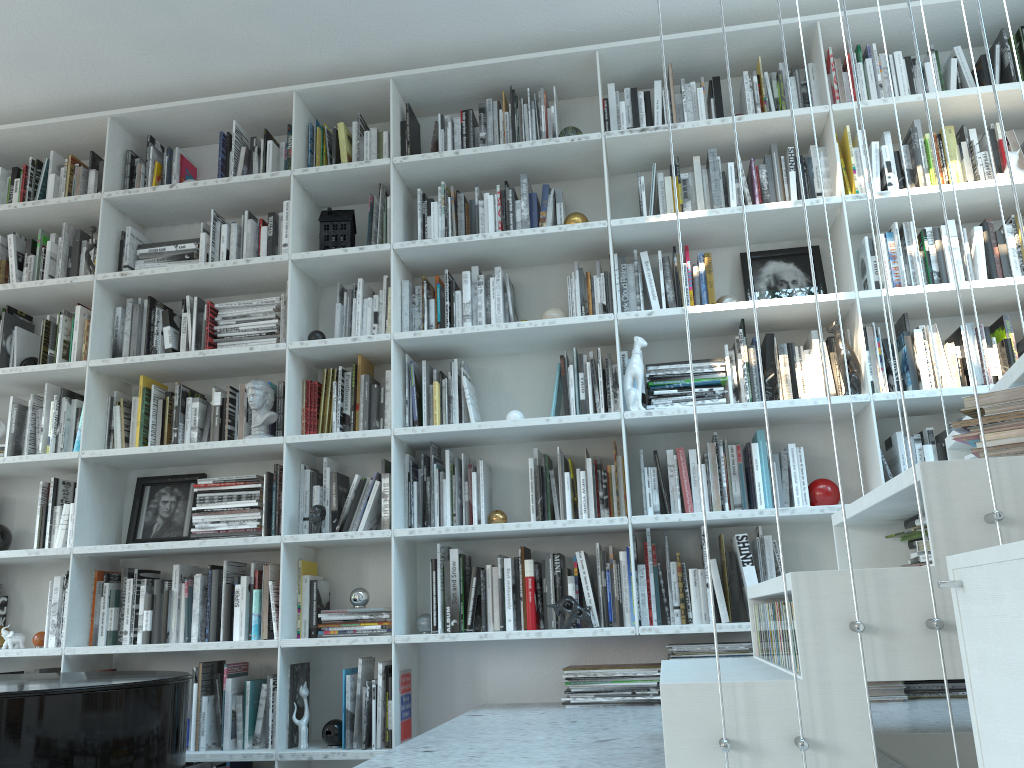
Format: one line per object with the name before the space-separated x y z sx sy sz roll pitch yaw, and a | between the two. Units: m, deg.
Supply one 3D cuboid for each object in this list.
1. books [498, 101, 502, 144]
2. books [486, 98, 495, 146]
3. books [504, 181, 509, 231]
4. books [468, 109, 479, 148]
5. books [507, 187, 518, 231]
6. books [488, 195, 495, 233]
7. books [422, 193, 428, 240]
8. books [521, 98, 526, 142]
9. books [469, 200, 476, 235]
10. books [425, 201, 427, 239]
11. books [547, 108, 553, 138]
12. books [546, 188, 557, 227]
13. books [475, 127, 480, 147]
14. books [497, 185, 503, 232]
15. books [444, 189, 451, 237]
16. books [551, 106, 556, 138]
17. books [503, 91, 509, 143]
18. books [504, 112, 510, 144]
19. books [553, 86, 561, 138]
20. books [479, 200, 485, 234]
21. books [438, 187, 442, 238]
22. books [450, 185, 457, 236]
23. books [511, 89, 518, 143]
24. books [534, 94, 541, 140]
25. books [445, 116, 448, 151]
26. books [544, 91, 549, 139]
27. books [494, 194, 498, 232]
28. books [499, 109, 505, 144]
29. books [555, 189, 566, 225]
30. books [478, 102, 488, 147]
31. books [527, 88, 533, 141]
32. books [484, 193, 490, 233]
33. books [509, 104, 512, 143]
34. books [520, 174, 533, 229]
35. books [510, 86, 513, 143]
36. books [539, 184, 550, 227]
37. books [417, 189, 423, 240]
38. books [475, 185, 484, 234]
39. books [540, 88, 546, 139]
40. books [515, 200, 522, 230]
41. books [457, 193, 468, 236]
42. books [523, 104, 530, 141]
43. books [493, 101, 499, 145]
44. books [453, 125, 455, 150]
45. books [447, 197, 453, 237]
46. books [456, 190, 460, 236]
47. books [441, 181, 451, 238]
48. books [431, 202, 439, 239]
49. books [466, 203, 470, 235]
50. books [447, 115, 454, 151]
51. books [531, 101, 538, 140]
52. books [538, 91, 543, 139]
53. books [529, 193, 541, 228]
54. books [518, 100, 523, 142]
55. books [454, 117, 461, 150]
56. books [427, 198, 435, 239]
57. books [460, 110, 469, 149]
books | -0.037 -1.015 3.708 0.007 0.284 0.160 -4 -15 9
books | -0.076 -1.017 3.709 0.024 0.291 0.168 -4 -15 9
books | -0.006 -0.662 3.615 0.012 0.284 0.160 -4 -15 9
books | -0.156 -0.994 3.717 0.021 0.255 0.169 -4 -15 9
books | 0.012 -0.646 3.588 0.030 0.237 0.186 -4 -15 9
books | -0.067 -0.628 3.587 0.021 0.208 0.181 -4 -15 9
books | -0.346 -0.632 3.669 0.011 0.279 0.134 -4 -15 9
books | 0.058 -1.020 3.685 0.008 0.274 0.163 -4 -15 9
books | -0.146 -0.621 3.632 0.028 0.223 0.142 -4 -15 9
books | -0.335 -0.615 3.657 0.012 0.239 0.139 -4 -15 9
books | 0.169 -1.000 3.659 0.018 0.214 0.158 -4 -15 9
books | 0.162 -0.646 3.566 0.048 0.216 0.182 -4 -15 9
books | -0.126 -0.960 3.721 0.031 0.190 0.132 -4 -15 9
books | -0.039 -0.653 3.605 0.012 0.264 0.156 -4 -15 9
books | -0.251 -0.639 3.634 0.010 0.268 0.166 -4 -15 9
books | 0.183 -1.001 3.647 0.014 0.208 0.188 -4 -15 9
books | -0.016 -1.034 3.695 0.006 0.311 0.179 -4 -15 9
books | -0.005 -0.985 3.664 0.018 0.200 0.189 -4 -15 9
books | 0.191 -1.048 3.659 0.006 0.305 0.164 -4 -15 9
books | -0.108 -0.621 3.620 0.025 0.215 0.144 -4 -15 9
books | -0.275 -0.643 3.646 0.011 0.282 0.173 -4 -15 9
books | -0.224 -0.651 3.648 0.021 0.295 0.139 -4 -15 9
books | 0.024 -1.035 3.670 0.015 0.298 0.183 -4 -15 9
books | 0.115 -1.036 3.681 0.019 0.298 0.137 -4 -15 9
books | -0.260 -0.983 3.740 0.012 0.254 0.134 -4 -15 9
books | 0.153 -1.033 3.656 0.008 0.278 0.181 -4 -15 9
books | -0.050 -0.632 3.600 0.011 0.221 0.159 -4 -15 9
books | -0.027 -0.995 3.682 0.018 0.230 0.160 -4 -15 9
books | 0.202 -0.651 3.579 0.026 0.228 0.141 -4 -15 9
books | -0.105 -1.005 3.686 0.028 0.257 0.185 -4 -15 9
books | 0.087 -1.040 3.675 0.008 0.306 0.183 -4 -15 9
books | -0.087 -0.636 3.608 0.023 0.236 0.149 -4 -15 9
books | 0.010 -1.006 3.683 0.008 0.250 0.170 -4 -15 9
books | 0.066 -0.675 3.577 0.029 0.284 0.184 -4 -15 9
books | 0.016 -1.045 3.691 0.007 0.328 0.184 -4 -15 9
books | 0.138 -0.656 3.563 0.054 0.234 0.172 -4 -15 9
books | -0.361 -0.639 3.652 0.012 0.284 0.160 -4 -15 9
books | -0.127 -0.652 3.633 0.013 0.283 0.155 -4 -15 9
books | 0.143 -1.040 3.666 0.013 0.296 0.189 -4 -15 9
books | 0.043 -0.620 3.581 0.027 0.181 0.176 -4 -15 9
books | -0.190 -0.632 3.619 0.027 0.241 0.160 -4 -15 9
books | 0.074 -1.011 3.679 0.024 0.251 0.150 -4 -15 9
books | -0.054 -1.017 3.717 0.017 0.294 0.139 -4 -15 9
books | -0.226 -0.960 3.734 0.009 0.205 0.146 -4 -15 9
books | -0.238 -0.622 3.637 0.012 0.235 0.166 -4 -15 9
books | -0.206 -0.641 3.649 0.012 0.276 0.133 -4 -15 9
books | -0.264 -0.657 3.641 0.014 0.306 0.153 -4 -15 9
books | -0.294 -0.609 3.623 0.026 0.207 0.181 -4 -15 9
books | -0.167 -0.616 3.631 0.014 0.214 0.132 -4 -15 9
books | -0.242 -0.978 3.712 0.013 0.229 0.174 -4 -15 9
books | 0.100 -1.016 3.674 0.014 0.258 0.150 -4 -15 9
books | 0.131 -1.043 3.698 0.008 0.320 0.134 -4 -15 9
books | 0.099 -0.639 3.578 0.030 0.212 0.157 -4 -15 9
books | 0.049 -1.021 3.691 0.012 0.279 0.144 -4 -15 9
books | -0.210 -0.975 3.720 0.028 0.225 0.164 -4 -15 9
books | -0.318 -0.620 3.649 0.026 0.242 0.148 -4 -15 9
books | -0.181 -0.992 3.719 0.030 0.254 0.161 -4 -15 9
